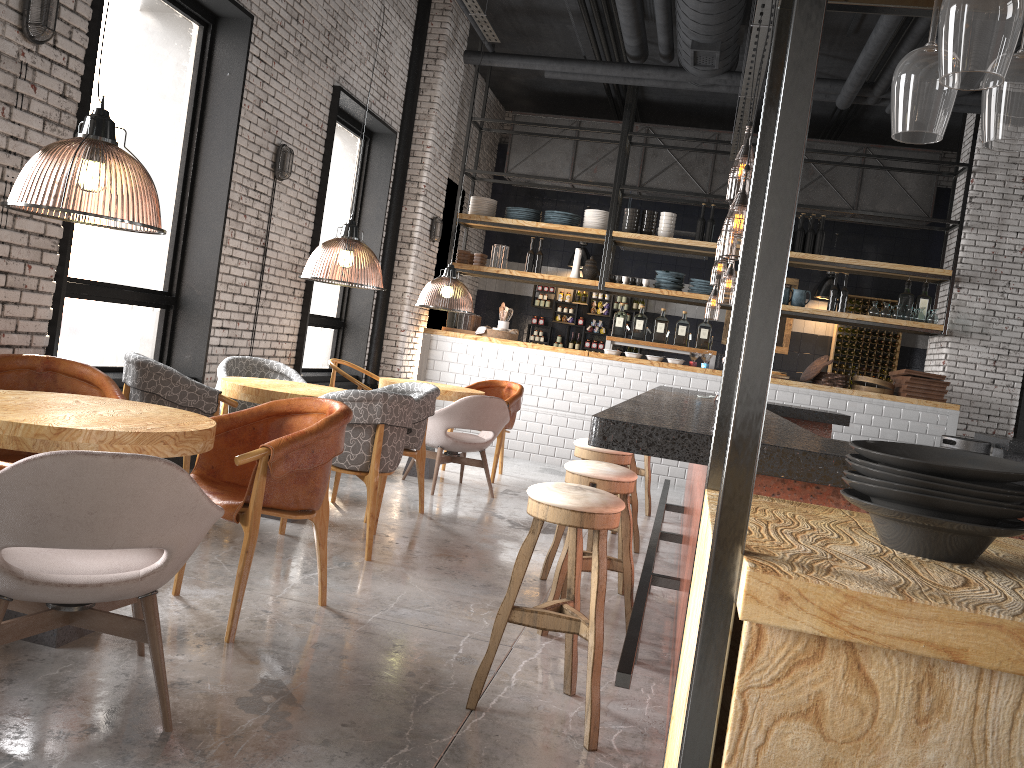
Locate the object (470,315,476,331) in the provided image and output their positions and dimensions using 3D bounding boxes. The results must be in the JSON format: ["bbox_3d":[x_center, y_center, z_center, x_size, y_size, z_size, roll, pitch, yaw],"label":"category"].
[{"bbox_3d":[-0.464,-0.704,10.493,0.056,0.249,0.056,8,2,-26],"label":"object"}]

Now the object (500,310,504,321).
[{"bbox_3d":[-0.125,-0.711,10.505,0.071,0.328,0.052,7,2,-33],"label":"object"}]

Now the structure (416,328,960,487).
[{"bbox_3d":[1.844,0.438,10.417,5.803,1.345,1.511,9,2,11],"label":"structure"}]

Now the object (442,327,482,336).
[{"bbox_3d":[-0.590,-0.625,10.632,0.411,0.050,0.411,9,2,10],"label":"object"}]

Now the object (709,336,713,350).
[{"bbox_3d":[2.254,-0.460,10.026,0.034,0.163,0.061,10,2,44],"label":"object"}]

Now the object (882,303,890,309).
[{"bbox_3d":[5.368,-1.122,12.699,0.079,0.079,0.283,9,2,11],"label":"object"}]

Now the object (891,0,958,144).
[{"bbox_3d":[0.676,-0.531,1.435,0.101,0.267,0.101,8,2,-25],"label":"object"}]

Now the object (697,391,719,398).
[{"bbox_3d":[1.505,0.046,6.690,0.200,0.106,0.766,9,2,11],"label":"object"}]

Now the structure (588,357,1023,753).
[{"bbox_3d":[2.845,0.718,5.009,4.313,1.533,5.876,9,2,11],"label":"structure"}]

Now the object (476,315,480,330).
[{"bbox_3d":[-0.430,-0.706,10.664,0.056,0.249,0.056,8,2,-26],"label":"object"}]

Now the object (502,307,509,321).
[{"bbox_3d":[-0.093,-0.731,10.459,0.033,0.370,0.137,8,2,-23],"label":"object"}]

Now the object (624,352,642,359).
[{"bbox_3d":[1.360,-0.321,9.947,0.216,0.059,0.324,9,2,11],"label":"object"}]

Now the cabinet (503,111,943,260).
[{"bbox_3d":[2.796,-2.659,12.652,5.867,1.768,0.682,9,2,11],"label":"cabinet"}]

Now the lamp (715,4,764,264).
[{"bbox_3d":[1.255,-1.444,4.741,0.108,1.598,0.108,10,2,43],"label":"lamp"}]

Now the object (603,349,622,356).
[{"bbox_3d":[1.136,-0.354,10.005,0.216,0.055,0.324,9,2,11],"label":"object"}]

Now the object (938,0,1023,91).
[{"bbox_3d":[0.619,-0.527,1.154,0.101,0.267,0.101,8,2,-25],"label":"object"}]

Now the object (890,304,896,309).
[{"bbox_3d":[5.466,-1.109,12.714,0.079,0.079,0.283,9,2,11],"label":"object"}]

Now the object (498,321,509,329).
[{"bbox_3d":[-0.109,-0.641,10.512,0.129,0.204,0.129,7,2,-43],"label":"object"}]

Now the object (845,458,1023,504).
[{"bbox_3d":[0.617,0.165,1.292,0.257,0.072,0.257,8,2,-17],"label":"object"}]

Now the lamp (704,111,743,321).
[{"bbox_3d":[1.612,-1.274,6.647,0.108,1.598,0.108,10,2,43],"label":"lamp"}]

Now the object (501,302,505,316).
[{"bbox_3d":[-0.110,-0.827,10.562,0.017,0.289,0.090,7,2,-42],"label":"object"}]

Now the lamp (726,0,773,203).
[{"bbox_3d":[1.031,-1.526,3.566,0.108,1.598,0.108,10,2,43],"label":"lamp"}]

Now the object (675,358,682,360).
[{"bbox_3d":[1.838,-0.274,9.761,0.039,0.021,0.203,8,2,-12],"label":"object"}]

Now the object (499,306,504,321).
[{"bbox_3d":[-0.134,-0.745,10.536,0.087,0.356,0.026,9,2,34],"label":"object"}]

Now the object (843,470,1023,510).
[{"bbox_3d":[0.615,0.182,1.293,0.257,0.075,0.256,10,3,37],"label":"object"}]

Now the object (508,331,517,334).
[{"bbox_3d":[-0.024,-0.581,10.388,0.160,0.075,0.161,7,3,-26],"label":"object"}]

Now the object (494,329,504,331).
[{"bbox_3d":[-0.152,-0.596,10.286,0.160,0.075,0.161,8,2,-11],"label":"object"}]

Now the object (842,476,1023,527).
[{"bbox_3d":[0.613,0.190,1.294,0.257,0.075,0.257,9,2,11],"label":"object"}]

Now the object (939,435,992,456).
[{"bbox_3d":[3.666,0.961,7.312,0.397,1.034,0.400,7,2,-43],"label":"object"}]

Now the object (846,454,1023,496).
[{"bbox_3d":[0.618,0.161,1.293,0.257,0.072,0.257,9,2,11],"label":"object"}]

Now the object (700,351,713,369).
[{"bbox_3d":[2.132,-0.266,9.754,0.128,0.189,0.123,9,2,20],"label":"object"}]

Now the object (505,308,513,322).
[{"bbox_3d":[-0.065,-0.725,10.502,0.124,0.358,0.076,9,2,27],"label":"object"}]

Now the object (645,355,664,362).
[{"bbox_3d":[1.596,-0.284,9.921,0.216,0.055,0.324,9,2,11],"label":"object"}]

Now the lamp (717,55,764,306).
[{"bbox_3d":[1.426,-1.277,5.417,0.108,1.598,0.108,8,1,-7],"label":"lamp"}]

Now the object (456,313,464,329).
[{"bbox_3d":[-0.595,-0.800,10.529,0.070,0.367,0.107,9,1,10],"label":"object"}]

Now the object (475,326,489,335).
[{"bbox_3d":[-0.278,-0.611,10.370,0.283,0.110,0.187,6,3,-42],"label":"object"}]

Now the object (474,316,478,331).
[{"bbox_3d":[-0.447,-0.705,10.579,0.056,0.249,0.056,8,2,-26],"label":"object"}]

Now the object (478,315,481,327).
[{"bbox_3d":[-0.412,-0.708,10.749,0.056,0.249,0.056,8,2,-26],"label":"object"}]

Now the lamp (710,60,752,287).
[{"bbox_3d":[1.523,-1.463,6.065,0.108,1.598,0.108,10,2,43],"label":"lamp"}]

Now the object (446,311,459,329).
[{"bbox_3d":[-0.684,-0.907,10.534,0.106,0.554,0.157,9,1,10],"label":"object"}]

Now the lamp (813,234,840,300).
[{"bbox_3d":[4.634,-1.704,12.828,0.391,0.937,0.390,9,2,14],"label":"lamp"}]

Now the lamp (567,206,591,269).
[{"bbox_3d":[1.106,-2.249,13.582,0.391,0.937,0.390,9,2,14],"label":"lamp"}]

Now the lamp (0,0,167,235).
[{"bbox_3d":[-1.347,-1.773,3.139,0.536,2.405,0.537,7,2,-37],"label":"lamp"}]

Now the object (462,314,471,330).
[{"bbox_3d":[-0.531,-0.790,10.518,0.070,0.367,0.107,9,1,10],"label":"object"}]

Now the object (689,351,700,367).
[{"bbox_3d":[2.017,-0.274,9.849,0.112,0.165,0.122,7,2,-45],"label":"object"}]

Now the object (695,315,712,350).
[{"bbox_3d":[2.197,-0.595,10.124,0.154,0.404,0.154,9,1,11],"label":"object"}]

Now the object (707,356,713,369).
[{"bbox_3d":[2.165,-0.254,9.876,0.122,0.165,0.112,7,2,-25],"label":"object"}]

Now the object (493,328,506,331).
[{"bbox_3d":[-0.148,-0.614,10.287,0.160,0.078,0.161,8,2,-11],"label":"object"}]

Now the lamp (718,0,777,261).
[{"bbox_3d":[0.880,-1.224,3.043,0.108,1.598,0.108,10,2,43],"label":"lamp"}]

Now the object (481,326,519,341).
[{"bbox_3d":[-0.144,-0.591,10.393,0.436,0.156,0.420,8,2,-16],"label":"object"}]

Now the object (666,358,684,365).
[{"bbox_3d":[1.818,-0.251,9.859,0.216,0.060,0.324,9,2,11],"label":"object"}]

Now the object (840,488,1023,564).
[{"bbox_3d":[0.610,0.213,1.293,0.257,0.067,0.257,8,2,4],"label":"object"}]

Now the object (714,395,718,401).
[{"bbox_3d":[1.423,0.078,5.863,0.091,0.091,0.178,8,2,-14],"label":"object"}]

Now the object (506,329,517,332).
[{"bbox_3d":[-0.023,-0.601,10.389,0.160,0.078,0.160,7,2,-26],"label":"object"}]

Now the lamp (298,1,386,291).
[{"bbox_3d":[-0.876,-1.805,5.460,0.536,2.405,0.537,7,2,-37],"label":"lamp"}]

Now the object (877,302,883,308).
[{"bbox_3d":[5.276,-1.136,12.713,0.079,0.079,0.283,9,2,11],"label":"object"}]

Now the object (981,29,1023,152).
[{"bbox_3d":[0.810,-0.510,1.407,0.101,0.267,0.101,8,2,-25],"label":"object"}]

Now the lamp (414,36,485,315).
[{"bbox_3d":[-0.415,-1.837,7.731,0.536,2.405,0.537,7,2,-37],"label":"lamp"}]

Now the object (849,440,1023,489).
[{"bbox_3d":[0.622,0.135,1.291,0.256,0.076,0.257,6,3,-41],"label":"object"}]
